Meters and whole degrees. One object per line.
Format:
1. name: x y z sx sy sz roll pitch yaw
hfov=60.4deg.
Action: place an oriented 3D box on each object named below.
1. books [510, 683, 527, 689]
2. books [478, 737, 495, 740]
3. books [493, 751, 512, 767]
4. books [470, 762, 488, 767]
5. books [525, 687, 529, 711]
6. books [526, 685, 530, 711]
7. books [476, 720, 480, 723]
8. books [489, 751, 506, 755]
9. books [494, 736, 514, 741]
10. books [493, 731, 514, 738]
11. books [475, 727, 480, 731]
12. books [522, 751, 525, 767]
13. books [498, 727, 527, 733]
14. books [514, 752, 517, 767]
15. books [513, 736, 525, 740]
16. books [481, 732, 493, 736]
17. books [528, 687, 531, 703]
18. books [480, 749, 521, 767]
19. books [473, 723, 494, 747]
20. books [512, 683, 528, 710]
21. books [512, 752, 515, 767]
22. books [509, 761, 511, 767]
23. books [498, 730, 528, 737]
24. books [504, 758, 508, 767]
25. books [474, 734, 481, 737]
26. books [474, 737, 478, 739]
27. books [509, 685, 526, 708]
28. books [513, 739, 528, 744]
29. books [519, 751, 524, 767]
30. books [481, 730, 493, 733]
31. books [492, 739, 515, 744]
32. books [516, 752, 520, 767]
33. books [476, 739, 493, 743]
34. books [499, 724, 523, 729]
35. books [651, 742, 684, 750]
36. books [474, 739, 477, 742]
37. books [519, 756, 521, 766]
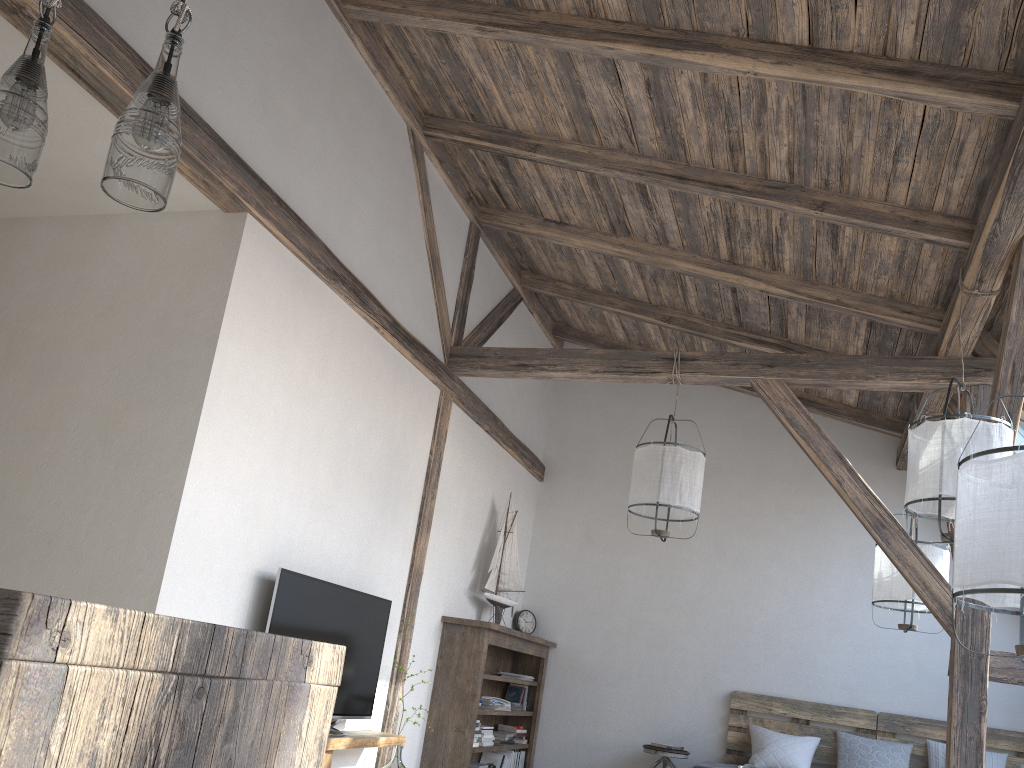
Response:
1. books: 0.032 2.450 6.896 0.138 0.186 0.052 4 -13 19
2. books: -0.233 2.437 6.077 0.157 0.016 0.226 0 -20 24
3. books: -0.102 2.834 6.516 0.157 0.206 0.093 4 -14 20
4. books: -0.255 2.658 6.133 0.132 0.020 0.206 2 -19 18
5. books: 0.055 2.480 6.963 0.139 0.180 0.020 4 -13 20
6. books: 0.071 2.481 6.980 0.136 0.195 0.021 4 -13 19
7. books: -0.307 2.212 5.793 0.139 0.018 0.191 2 -19 19
8. books: -0.148 2.819 6.484 0.157 0.200 0.111 4 -14 20
9. books: -0.092 2.636 6.564 0.159 0.022 0.218 2 -19 19
10. books: -0.087 2.616 6.571 0.151 0.023 0.235 4 -19 15
11. books: -0.317 2.260 5.791 0.157 0.021 0.226 4 -19 14
12. books: 0.014 2.961 6.850 0.157 0.214 0.037 4 -13 20
13. books: 0.002 2.675 6.807 0.157 0.021 0.226 1 -20 23
14. books: -0.051 2.891 6.672 0.157 0.213 0.022 4 -13 20
15. books: -0.005 2.719 6.794 0.204 0.021 0.155 6 -18 9
16. books: -0.227 2.407 6.076 0.139 0.018 0.191 2 -19 19
17. books: 0.070 2.497 7.008 0.139 0.180 0.020 4 -13 20
18. books: -0.097 2.846 6.598 0.201 0.241 0.424 3 -18 20
19. books: -0.292 2.352 5.938 0.206 0.147 0.567 3 -19 19
20. books: 0.051 2.466 6.946 0.135 0.196 0.021 4 -13 19
21. books: -0.067 2.866 6.605 0.157 0.214 0.017 4 -13 20
22. books: -0.090 2.860 6.543 0.139 0.178 0.067 4 -14 20
23. books: 0.006 2.700 6.808 0.161 0.025 0.209 -1 -20 26
24. books: -0.116 2.838 6.481 0.139 0.170 0.097 4 -15 20
25. books: -0.320 2.295 5.772 0.157 0.016 0.226 0 -20 24
26. books: -0.334 2.315 5.783 0.157 0.016 0.227 2 -19 19
27. books: 0.027 2.450 6.869 0.139 0.171 0.061 4 -14 18
28. books: -0.001 2.746 6.793 0.218 0.029 0.167 5 -19 13
29. books: 0.004 2.951 6.825 0.157 0.213 0.022 4 -13 20
30. books: -0.248 2.393 6.096 0.157 0.016 0.226 0 -20 24
31. books: -0.096 2.656 6.552 0.152 0.023 0.235 -1 -21 27
32. books: -0.033 2.906 6.708 0.157 0.214 0.017 4 -13 20
33. books: -0.242 2.447 6.058 0.157 0.016 0.227 2 -19 19
34. books: -0.009 2.660 6.834 0.142 0.019 0.208 2 -19 19
35. books: 1.139 2.659 6.456 0.209 0.021 0.151 24 -24 -39
36. books: -0.343 2.331 5.776 0.157 0.021 0.226 2 -19 19
37. books: -0.011 2.951 6.781 0.139 0.180 0.019 4 -13 20
